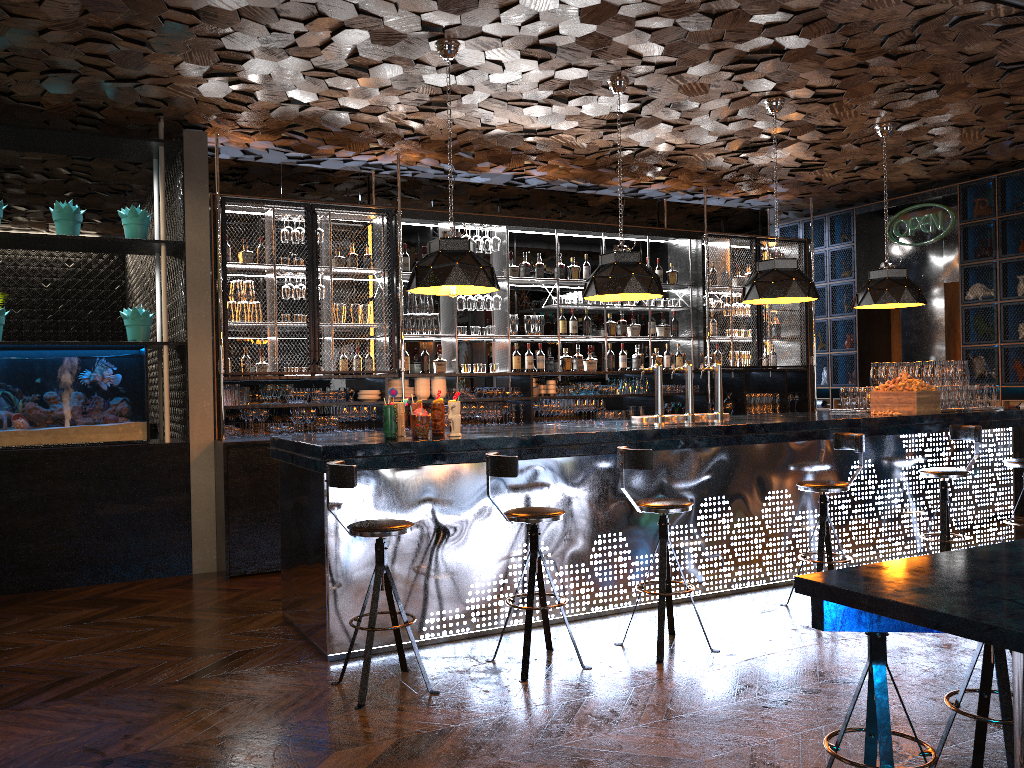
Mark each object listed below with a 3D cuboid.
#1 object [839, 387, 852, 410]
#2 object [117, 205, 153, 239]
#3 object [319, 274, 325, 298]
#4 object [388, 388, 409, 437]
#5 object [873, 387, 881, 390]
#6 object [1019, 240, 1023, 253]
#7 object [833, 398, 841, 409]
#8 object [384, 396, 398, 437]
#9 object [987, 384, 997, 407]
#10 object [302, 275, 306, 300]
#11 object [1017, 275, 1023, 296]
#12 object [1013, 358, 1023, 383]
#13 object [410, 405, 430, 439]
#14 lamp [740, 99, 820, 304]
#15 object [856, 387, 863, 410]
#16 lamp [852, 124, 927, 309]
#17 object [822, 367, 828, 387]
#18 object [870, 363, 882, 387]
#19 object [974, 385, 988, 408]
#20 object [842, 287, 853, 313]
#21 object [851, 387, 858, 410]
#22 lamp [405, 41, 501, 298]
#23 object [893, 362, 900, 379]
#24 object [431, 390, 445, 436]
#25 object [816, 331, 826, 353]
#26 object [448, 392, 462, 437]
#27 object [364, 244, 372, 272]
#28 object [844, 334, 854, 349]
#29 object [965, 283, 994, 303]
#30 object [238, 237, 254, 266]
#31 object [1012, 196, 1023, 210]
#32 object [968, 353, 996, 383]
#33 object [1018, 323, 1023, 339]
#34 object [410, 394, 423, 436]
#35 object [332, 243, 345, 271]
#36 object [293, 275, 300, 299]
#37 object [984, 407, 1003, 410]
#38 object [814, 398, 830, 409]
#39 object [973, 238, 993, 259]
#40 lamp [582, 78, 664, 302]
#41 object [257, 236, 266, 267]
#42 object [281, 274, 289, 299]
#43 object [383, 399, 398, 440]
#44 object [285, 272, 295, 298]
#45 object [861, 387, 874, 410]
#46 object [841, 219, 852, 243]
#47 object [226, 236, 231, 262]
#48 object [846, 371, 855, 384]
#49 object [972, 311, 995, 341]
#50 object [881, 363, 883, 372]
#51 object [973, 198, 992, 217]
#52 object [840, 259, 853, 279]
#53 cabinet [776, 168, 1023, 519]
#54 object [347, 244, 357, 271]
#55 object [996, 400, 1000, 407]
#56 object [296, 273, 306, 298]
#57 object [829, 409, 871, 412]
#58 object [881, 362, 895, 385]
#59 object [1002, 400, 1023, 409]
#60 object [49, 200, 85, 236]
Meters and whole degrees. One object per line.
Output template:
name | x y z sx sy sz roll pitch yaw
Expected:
object | 2.908 0.133 7.722 0.105 0.209 0.105 -1 0 -3
object | -3.046 -1.290 7.164 0.265 0.325 0.245 -1 0 -34
object | -1.698 -0.869 7.868 0.081 0.213 0.081 -1 0 -22
object | -0.679 0.169 5.358 0.116 0.298 0.105 -1 0 3
object | 3.118 0.129 7.560 0.105 0.209 0.105 -1 0 37
object | 5.234 -1.378 9.013 0.210 0.168 0.105 -1 0 -28
object | 4.150 0.246 10.908 0.122 0.132 0.396 -1 0 -28
object | -0.718 0.196 5.245 0.078 0.246 0.084 -1 0 -29
object | 4.095 0.109 7.588 0.105 0.209 0.105 -1 0 37
object | -1.845 -0.866 7.953 0.081 0.213 0.081 -1 0 -22
object | 5.260 -0.981 8.982 0.253 0.249 0.126 -1 0 32
object | 5.195 -0.126 8.993 0.208 0.280 0.131 -1 0 44
object | -0.537 0.219 5.174 0.110 0.191 0.131 -1 0 -16
lamp | 2.077 -1.432 6.947 0.582 1.564 0.607 -1 0 -28
object | 3.019 0.131 7.644 0.105 0.209 0.105 -1 0 -3
lamp | 3.258 -1.457 7.701 0.582 1.564 0.607 -1 0 -28
object | 4.059 -0.091 11.380 0.126 0.249 0.253 -1 0 37
object | 3.196 -0.083 7.784 0.105 0.209 0.105 -1 0 -3
object | 3.994 0.111 7.549 0.105 0.209 0.105 -1 0 37
object | 4.193 -1.014 10.974 0.198 0.358 0.116 -1 0 32
object | 3.006 0.131 7.781 0.105 0.209 0.105 -1 0 -3
lamp | -0.389 -1.354 5.646 0.582 1.606 0.607 -1 0 -28
object | 3.337 -0.086 7.731 0.105 0.209 0.105 -1 0 -3
object | -0.450 0.174 5.379 0.080 0.277 0.091 -1 0 5
object | 4.040 -0.542 11.343 0.290 0.290 0.097 -1 0 11
object | -0.344 0.179 5.290 0.081 0.264 0.099 -1 0 -7
object | -1.327 -1.159 8.155 0.073 0.246 0.072 -1 0 -13
object | 4.260 -0.511 10.987 0.278 0.222 0.138 -1 0 2
object | 5.016 -0.963 9.372 0.403 0.221 0.192 -1 0 32
object | -2.292 -1.142 7.636 0.108 0.244 0.108 -1 0 -39
object | 5.220 -1.889 8.995 0.152 0.332 0.289 -1 0 -35
object | 5.024 -0.160 9.386 0.175 0.351 0.369 -1 0 -23
object | 5.241 -0.524 9.018 0.096 0.210 0.183 -1 0 -25
object | -0.579 0.188 5.440 0.080 0.254 0.091 -1 0 -25
object | -1.578 -1.151 8.025 0.108 0.244 0.108 -1 0 -39
object | -1.922 -0.865 7.913 0.081 0.213 0.081 -1 0 -22
object | 3.972 0.207 7.664 0.273 0.019 0.437 -1 0 -28
object | 3.958 0.249 11.288 0.123 0.132 0.396 -1 0 -28
object | 4.999 -1.413 9.380 0.126 0.249 0.253 -1 0 -28
lamp | 0.787 -1.405 6.404 0.582 1.564 0.607 -1 0 -28
object | -2.179 -1.154 7.712 0.075 0.261 0.075 -1 0 21
object | -2.007 -0.863 7.869 0.081 0.213 0.081 -1 0 -22
object | -0.699 0.200 5.092 0.086 0.237 0.084 -1 0 -9
object | -1.940 -0.864 7.741 0.081 0.213 0.081 -1 0 -22
object | 3.017 0.131 7.520 0.105 0.209 0.105 -1 0 37
object | 4.146 -1.882 10.962 0.116 0.358 0.198 -1 0 -28
object | -2.449 -1.148 7.598 0.075 0.260 0.075 -1 0 21
object | 4.222 -0.075 10.958 0.107 0.209 0.233 -1 0 -11
object | 5.021 -0.603 9.384 0.167 0.356 0.255 -1 0 -23
object | 3.293 -0.085 7.841 0.105 0.209 0.105 -1 0 -3
object | 5.015 -1.845 9.361 0.253 0.249 0.126 -1 0 32
object | 4.166 -1.413 10.935 0.097 0.290 0.290 -1 0 -29
cabinet | 4.823 -0.394 10.015 0.691 3.514 4.416 -1 0 -28
object | -1.455 -1.156 8.087 0.073 0.246 0.072 -1 0 -43
object | 4.971 0.231 9.318 0.122 0.133 0.396 -1 0 -28
object | -1.855 -0.866 7.786 0.081 0.213 0.081 -1 0 -22
object | 2.995 0.227 7.635 0.273 0.019 0.437 -1 0 -28
object | 3.258 -0.085 7.685 0.105 0.209 0.105 -1 0 -3
object | 5.167 0.227 8.940 0.122 0.132 0.396 -1 0 -28
object | -3.476 -1.281 6.942 0.255 0.325 0.244 -1 0 -1
